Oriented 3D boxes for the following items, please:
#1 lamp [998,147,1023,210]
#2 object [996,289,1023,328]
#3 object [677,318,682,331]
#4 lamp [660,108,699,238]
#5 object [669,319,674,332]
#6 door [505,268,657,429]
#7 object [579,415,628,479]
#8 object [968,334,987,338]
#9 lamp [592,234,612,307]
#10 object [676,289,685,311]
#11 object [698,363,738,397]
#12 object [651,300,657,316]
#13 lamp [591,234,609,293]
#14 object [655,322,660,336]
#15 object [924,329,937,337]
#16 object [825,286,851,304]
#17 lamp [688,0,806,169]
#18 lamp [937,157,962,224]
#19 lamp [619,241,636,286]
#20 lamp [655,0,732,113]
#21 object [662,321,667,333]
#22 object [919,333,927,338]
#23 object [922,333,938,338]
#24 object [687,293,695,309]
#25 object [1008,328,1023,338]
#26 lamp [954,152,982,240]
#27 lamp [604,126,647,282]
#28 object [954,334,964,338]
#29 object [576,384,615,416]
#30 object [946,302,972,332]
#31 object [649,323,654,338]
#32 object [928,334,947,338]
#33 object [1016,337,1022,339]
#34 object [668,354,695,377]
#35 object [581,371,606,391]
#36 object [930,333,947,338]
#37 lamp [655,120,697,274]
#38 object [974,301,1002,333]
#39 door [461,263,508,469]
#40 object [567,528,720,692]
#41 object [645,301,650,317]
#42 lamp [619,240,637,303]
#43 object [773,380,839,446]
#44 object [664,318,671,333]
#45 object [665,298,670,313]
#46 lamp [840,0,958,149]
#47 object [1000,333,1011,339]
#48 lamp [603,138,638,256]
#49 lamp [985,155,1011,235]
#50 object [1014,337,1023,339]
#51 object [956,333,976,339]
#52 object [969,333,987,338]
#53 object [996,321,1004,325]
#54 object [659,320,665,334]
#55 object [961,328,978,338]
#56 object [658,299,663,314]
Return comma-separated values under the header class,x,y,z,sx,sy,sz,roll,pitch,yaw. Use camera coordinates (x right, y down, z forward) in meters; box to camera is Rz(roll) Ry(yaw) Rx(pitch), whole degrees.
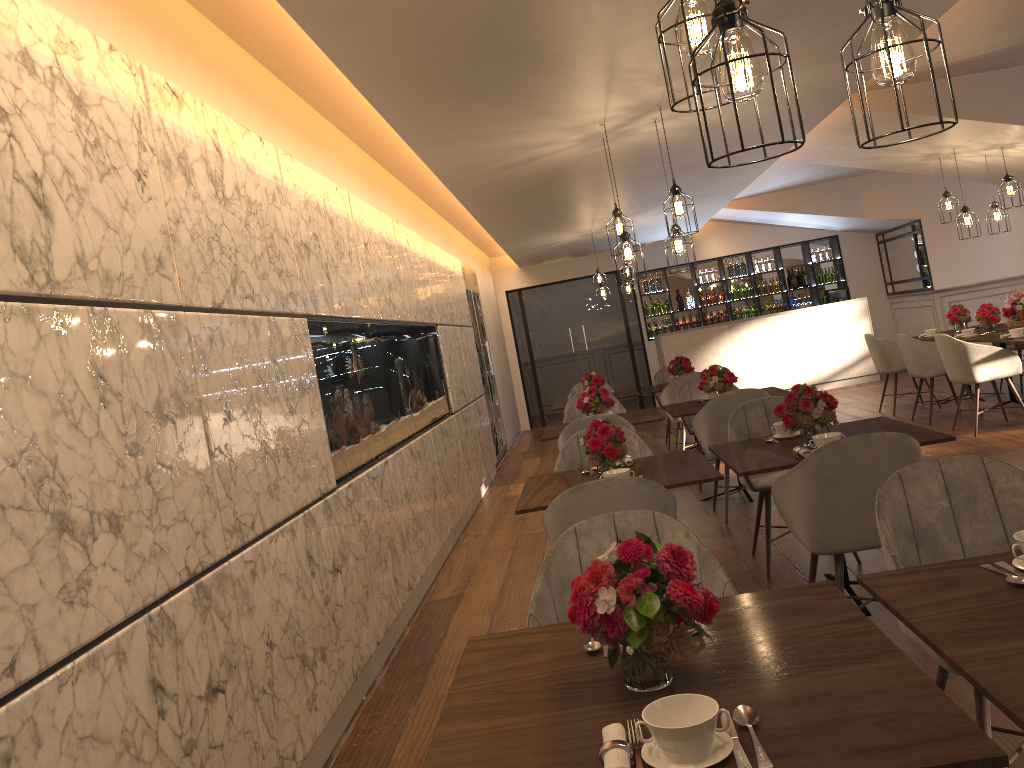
class,x,y,z,sx,sy,sz,roll,pitch,yaw
lamp,4.323,-2.605,7.981,0.175,2.072,0.175,-10,-1,6
object,4.417,-0.643,7.569,0.420,0.426,0.405,-10,1,-7
object,2.745,-0.966,14.572,0.065,0.262,0.065,-10,-1,-17
lamp,0.825,-1.895,5.227,0.175,2.072,0.175,-10,-1,6
object,2.614,-0.942,14.582,0.065,0.262,0.065,-10,-1,-17
door,1.139,-0.585,14.739,2.104,2.336,0.273,-10,-1,4
object,0.430,0.296,4.202,0.234,0.301,0.305,-10,1,6
object,4.351,-0.447,8.304,0.210,0.004,0.022,-10,2,4
lamp,0.983,-1.997,11.088,0.175,2.072,0.175,-10,-1,6
object,2.763,-1.387,14.575,0.104,0.360,0.103,-10,-1,-24
object,1.558,-0.017,6.672,0.303,0.301,0.235,-10,1,37
object,2.332,-1.260,14.604,0.065,0.262,0.065,-10,-1,-17
lamp,0.973,-2.206,11.418,0.175,2.072,0.175,-10,-1,6
object,2.397,-0.903,14.598,0.065,0.262,0.065,-10,-1,-17
object,4.393,-0.532,9.277,0.149,0.072,0.147,-12,2,-43
object,4.750,-1.227,12.828,0.409,0.329,0.129,-11,0,-18
lamp,0.268,-1.444,1.668,0.175,2.072,0.175,-10,-1,6
lamp,4.045,-2.578,8.534,0.175,2.072,0.175,-10,-1,6
lamp,1.251,-2.234,10.865,0.175,2.072,0.175,-10,-1,6
lamp,0.258,-1.653,1.998,0.175,2.072,0.175,-10,-1,6
object,2.505,-0.923,14.590,0.065,0.262,0.065,-10,-1,-17
object,4.404,-0.522,9.390,0.175,0.039,0.056,-10,1,4
object,4.412,-0.514,9.355,0.192,0.024,0.025,-10,1,4
object,2.933,-1.377,14.556,0.109,0.282,0.107,-10,-1,-39
object,4.254,-0.428,7.454,0.149,0.072,0.147,-12,2,-43
lamp,4.055,-2.368,8.204,0.175,2.072,0.175,-10,-1,6
lamp,0.556,-1.659,5.449,0.175,2.072,0.175,-10,-1,6
object,4.336,-0.471,8.497,0.175,0.039,0.056,-10,1,4
object,0.629,0.148,6.771,0.304,0.301,0.235,-10,0,26
object,4.672,-0.703,9.272,0.307,0.301,0.233,-11,1,-38
object,2.289,-0.883,14.607,0.065,0.262,0.065,-10,-1,-17
object,4.419,-0.498,9.197,0.210,0.004,0.022,-10,2,4
object,4.270,-0.397,7.339,0.197,0.015,0.043,-10,2,1
object,1.738,-0.158,9.191,0.235,0.301,0.303,-11,1,-38
object,0.860,-0.001,9.250,0.235,0.301,0.304,-11,1,-20
object,4.408,-0.500,9.162,0.197,0.015,0.043,-10,2,1
lamp,0.885,-1.723,5.551,0.175,2.072,0.175,-10,-1,6
object,4.540,-0.641,8.463,0.233,0.301,0.306,-10,1,24
door,-0.329,-0.268,11.106,0.134,2.470,1.859,-10,0,5
object,0.245,0.435,1.732,0.304,0.301,0.235,-10,0,26
object,2.223,-1.240,14.612,0.065,0.262,0.065,-10,-1,-17
lamp,1.311,-2.062,11.190,0.175,2.072,0.175,-10,-1,6
object,1.362,0.129,4.102,0.306,0.301,0.233,-11,0,-18
object,2.264,-0.846,12.859,0.065,0.208,0.145,-10,0,-4
object,2.548,-1.299,14.587,0.065,0.262,0.065,-10,-1,-17
lamp,0.596,-1.508,1.770,0.175,2.072,0.175,-10,-1,6
object,4.265,-0.418,7.567,0.175,0.039,0.056,-10,1,4
lamp,0.546,-1.868,5.780,0.175,2.072,0.175,-10,-1,6
lamp,4.383,-2.433,8.306,0.175,2.072,0.175,-10,-1,6
object,4.280,-0.395,7.374,0.210,0.004,0.022,-10,2,4
object,4.344,-0.464,8.462,0.192,0.024,0.025,-10,1,4
object,4.340,-0.450,8.269,0.197,0.015,0.043,-10,2,1
object,4.987,-0.618,9.153,0.175,0.039,0.056,-10,1,4
object,2.180,-0.831,12.861,0.065,0.208,0.065,-10,-1,-4
object,4.325,-0.481,8.384,0.149,0.072,0.147,-12,2,-43
object,2.440,-1.280,14.596,0.065,0.262,0.065,-10,-1,-17
